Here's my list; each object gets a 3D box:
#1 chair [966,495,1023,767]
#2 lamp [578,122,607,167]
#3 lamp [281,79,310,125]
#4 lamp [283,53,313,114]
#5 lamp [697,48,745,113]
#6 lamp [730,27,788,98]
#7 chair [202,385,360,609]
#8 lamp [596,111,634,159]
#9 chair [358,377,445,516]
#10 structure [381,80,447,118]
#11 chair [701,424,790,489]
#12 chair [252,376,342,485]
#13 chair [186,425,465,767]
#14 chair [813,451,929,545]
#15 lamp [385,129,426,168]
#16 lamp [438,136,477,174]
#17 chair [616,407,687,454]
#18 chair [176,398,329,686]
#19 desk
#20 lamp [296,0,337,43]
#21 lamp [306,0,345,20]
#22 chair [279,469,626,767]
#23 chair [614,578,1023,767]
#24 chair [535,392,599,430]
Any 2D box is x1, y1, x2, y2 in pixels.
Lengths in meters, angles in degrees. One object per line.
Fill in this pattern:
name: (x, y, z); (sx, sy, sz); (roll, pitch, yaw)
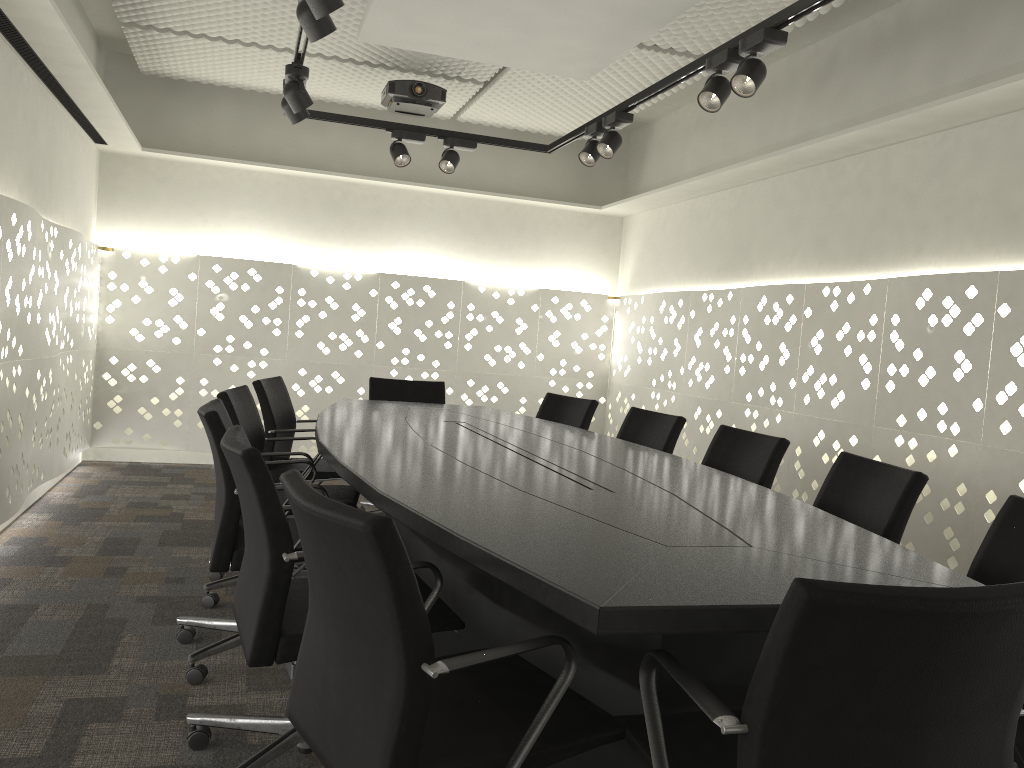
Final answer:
chair: (0.891, 0.618, 1.765); (0.579, 0.757, 0.559); (5, 3, 3)
lamp: (0.391, -1.160, 4.264); (0.126, 0.224, 0.213); (4, 3, -14)
lamp: (-0.950, -1.248, 3.906); (0.126, 0.224, 0.213); (4, 3, -14)
lamp: (-0.886, -1.233, 3.692); (0.126, 0.224, 0.213); (4, 3, -14)
lamp: (0.730, -1.078, 3.136); (0.126, 0.224, 0.213); (4, 3, -14)
lamp: (0.795, -1.063, 2.922); (0.126, 0.224, 0.213); (4, 3, -14)
chair: (-0.849, 0.405, 3.315); (0.579, 0.757, 0.559); (4, 3, -2)
lamp: (0.455, -1.145, 4.051); (0.126, 0.224, 0.213); (4, 3, -14)
chair: (-0.524, 0.365, 4.648); (0.559, 0.757, 0.579); (4, 3, -12)
structure: (-0.559, -1.611, 5.006); (0.327, 0.144, 0.371); (4, 3, -17)
chair: (0.637, 0.532, 3.105); (0.579, 0.757, 0.559); (4, 3, -12)
chair: (-0.926, 0.363, 4.048); (0.579, 0.757, 0.559); (5, 3, 3)
chair: (-0.436, 0.499, 2.058); (0.579, 0.757, 0.559); (4, 3, -17)
chair: (0.796, 0.577, 2.450); (0.579, 0.757, 0.559); (4, 3, -2)
lamp: (-0.566, -1.256, 4.688); (0.213, 0.224, 0.126); (4, 3, -14)
lamp: (-0.298, -1.240, 4.780); (0.214, 0.224, 0.118); (3, 3, -28)
chair: (0.409, 0.483, 3.733); (0.579, 0.757, 0.559); (4, 3, -17)
chair: (-0.710, 0.446, 2.694); (0.579, 0.757, 0.559); (4, 3, -12)
desk: (-0.040, 0.538, 2.940); (1.223, 0.658, 3.364); (4, 3, -17)
lamp: (-0.604, -1.164, 2.752); (0.126, 0.224, 0.213); (4, 3, -14)
lamp: (-0.539, -1.149, 2.539); (0.126, 0.224, 0.213); (4, 3, -14)
chair: (-0.144, 0.548, 1.519); (0.579, 0.757, 0.559); (3, 3, -27)
chair: (0.431, 0.604, 1.317); (0.559, 0.757, 0.579); (4, 3, -12)
chair: (0.103, 0.430, 4.344); (0.579, 0.757, 0.559); (3, 3, -27)
